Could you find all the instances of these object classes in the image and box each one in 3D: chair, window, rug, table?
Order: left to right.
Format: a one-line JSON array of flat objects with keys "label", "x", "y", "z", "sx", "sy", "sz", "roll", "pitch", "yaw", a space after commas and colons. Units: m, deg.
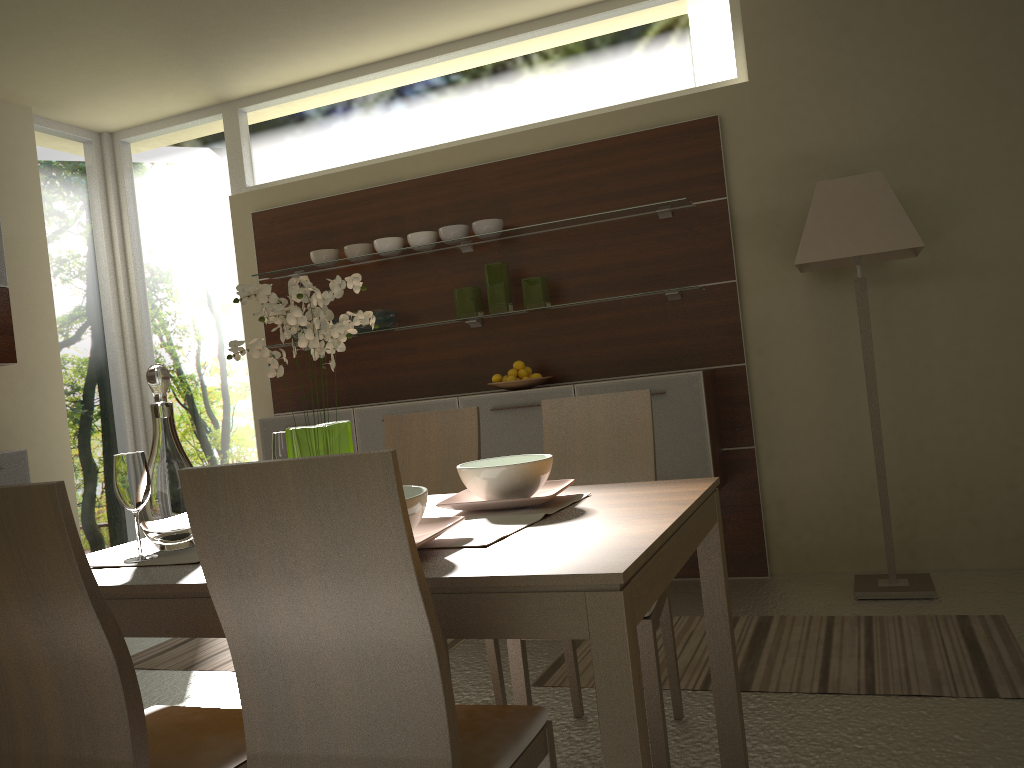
[{"label": "window", "x": -1.547, "y": -0.243, "z": 2.291, "sx": 4.466, "sy": 3.000, "sz": 6.429, "roll": -6, "pitch": 0, "yaw": 19}, {"label": "chair", "x": -0.707, "y": 0.660, "z": 1.651, "sx": 0.404, "sy": 1.017, "sz": 0.507, "roll": -6, "pitch": 0, "yaw": 22}, {"label": "rug", "x": -0.953, "y": 1.183, "z": 4.100, "sx": 1.613, "sy": 0.007, "sz": 0.842, "roll": -6, "pitch": 0, "yaw": 22}, {"label": "chair", "x": -0.200, "y": 0.604, "z": 1.517, "sx": 0.404, "sy": 1.017, "sz": 0.507, "roll": -6, "pitch": 0, "yaw": 18}, {"label": "table", "x": -0.263, "y": 0.723, "z": 2.048, "sx": 1.411, "sy": 0.790, "sz": 1.000, "roll": -6, "pitch": 0, "yaw": 21}, {"label": "chair", "x": -0.308, "y": 0.609, "z": 2.795, "sx": 0.404, "sy": 1.017, "sz": 0.507, "roll": -6, "pitch": 0, "yaw": 21}, {"label": "chair", "x": 0.243, "y": 0.549, "z": 2.591, "sx": 0.404, "sy": 1.017, "sz": 0.507, "roll": -6, "pitch": 0, "yaw": 19}, {"label": "rug", "x": 0.959, "y": 0.975, "z": 3.257, "sx": 1.613, "sy": 0.010, "sz": 0.843, "roll": -6, "pitch": 0, "yaw": 22}]

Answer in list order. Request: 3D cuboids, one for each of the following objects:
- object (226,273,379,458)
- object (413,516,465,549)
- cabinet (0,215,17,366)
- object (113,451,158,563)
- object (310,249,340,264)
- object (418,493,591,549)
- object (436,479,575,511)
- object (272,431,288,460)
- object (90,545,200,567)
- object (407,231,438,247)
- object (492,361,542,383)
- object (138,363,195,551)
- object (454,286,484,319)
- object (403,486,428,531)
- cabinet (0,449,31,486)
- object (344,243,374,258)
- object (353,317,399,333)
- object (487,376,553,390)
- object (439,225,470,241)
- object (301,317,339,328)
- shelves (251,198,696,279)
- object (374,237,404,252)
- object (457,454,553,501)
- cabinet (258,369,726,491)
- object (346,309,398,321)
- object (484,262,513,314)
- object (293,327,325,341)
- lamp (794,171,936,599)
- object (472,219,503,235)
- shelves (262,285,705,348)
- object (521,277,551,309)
[{"label": "object", "x": -0.455, "y": 0.042, "z": 2.060, "sx": 0.302, "sy": 0.608, "sz": 0.304, "roll": -6, "pitch": 0, "yaw": 25}, {"label": "object", "x": -0.267, "y": 0.307, "z": 1.715, "sx": 0.283, "sy": 0.041, "sz": 0.283, "roll": -6, "pitch": 0, "yaw": 21}, {"label": "cabinet", "x": -3.150, "y": -0.427, "z": 3.539, "sx": 0.372, "sy": 0.789, "sz": 2.318, "roll": -6, "pitch": 0, "yaw": 21}, {"label": "object", "x": -0.820, "y": 0.266, "z": 1.929, "sx": 0.075, "sy": 0.232, "sz": 0.075, "roll": -6, "pitch": 0, "yaw": -20}, {"label": "object", "x": -1.041, "y": -0.701, "z": 4.951, "sx": 0.163, "sy": 0.077, "sz": 0.163, "roll": -6, "pitch": 0, "yaw": -20}, {"label": "object", "x": -0.056, "y": 0.297, "z": 1.974, "sx": 0.287, "sy": 0.010, "sz": 0.589, "roll": -6, "pitch": 0, "yaw": 25}, {"label": "object", "x": -0.008, "y": 0.274, "z": 2.136, "sx": 0.283, "sy": 0.033, "sz": 0.283, "roll": -6, "pitch": 0, "yaw": 15}, {"label": "object", "x": -0.585, "y": 0.241, "z": 2.331, "sx": 0.075, "sy": 0.232, "sz": 0.075, "roll": -6, "pitch": 0, "yaw": -20}, {"label": "object", "x": -0.693, "y": 0.368, "z": 2.147, "sx": 0.287, "sy": 0.010, "sz": 0.589, "roll": -6, "pitch": 0, "yaw": 18}, {"label": "object", "x": -0.475, "y": -0.763, "z": 4.743, "sx": 0.163, "sy": 0.077, "sz": 0.163, "roll": -7, "pitch": 0, "yaw": -27}, {"label": "object", "x": 0.020, "y": -0.048, "z": 4.524, "sx": 0.259, "sy": 0.139, "sz": 0.230, "roll": -6, "pitch": 0, "yaw": -9}, {"label": "object", "x": -0.795, "y": 0.164, "z": 2.045, "sx": 0.156, "sy": 0.426, "sz": 0.156, "roll": -7, "pitch": 0, "yaw": -27}, {"label": "object", "x": -0.226, "y": -0.422, "z": 4.644, "sx": 0.112, "sy": 0.160, "sz": 0.111, "roll": -6, "pitch": 0, "yaw": 21}, {"label": "object", "x": -0.273, "y": 0.268, "z": 1.712, "sx": 0.233, "sy": 0.107, "sz": 0.232, "roll": -6, "pitch": 0, "yaw": 33}, {"label": "cabinet", "x": -3.001, "y": 0.906, "z": 3.547, "sx": 0.372, "sy": 1.018, "sz": 2.318, "roll": -6, "pitch": 0, "yaw": 21}, {"label": "object", "x": -0.843, "y": -0.723, "z": 4.898, "sx": 0.163, "sy": 0.077, "sz": 0.163, "roll": -6, "pitch": 0, "yaw": -20}, {"label": "object", "x": -0.764, "y": -0.316, "z": 4.852, "sx": 0.288, "sy": 0.068, "sz": 0.288, "roll": -6, "pitch": 0, "yaw": -20}, {"label": "object", "x": 0.044, "y": 0.005, "z": 4.524, "sx": 0.337, "sy": 0.053, "sz": 0.337, "roll": -7, "pitch": 0, "yaw": -37}, {"label": "object", "x": -0.301, "y": -0.782, "z": 4.658, "sx": 0.163, "sy": 0.077, "sz": 0.163, "roll": -6, "pitch": 0, "yaw": -20}, {"label": "object", "x": -1.092, "y": -0.323, "z": 4.975, "sx": 0.288, "sy": 0.068, "sz": 0.288, "roll": -6, "pitch": 0, "yaw": -20}, {"label": "shelves", "x": -0.286, "y": -0.741, "z": 4.676, "sx": 2.463, "sy": 0.008, "sz": 0.255, "roll": -6, "pitch": 0, "yaw": 21}, {"label": "object", "x": -0.664, "y": -0.742, "z": 4.805, "sx": 0.163, "sy": 0.077, "sz": 0.163, "roll": -6, "pitch": 0, "yaw": -20}, {"label": "object", "x": -0.012, "y": 0.234, "z": 2.136, "sx": 0.233, "sy": 0.101, "sz": 0.233, "roll": -6, "pitch": 0, "yaw": 10}, {"label": "cabinet", "x": -0.186, "y": 0.341, "z": 4.628, "sx": 2.463, "sy": 0.570, "sz": 0.372, "roll": -6, "pitch": 0, "yaw": 21}, {"label": "object", "x": -0.769, "y": -0.358, "z": 4.852, "sx": 0.288, "sy": 0.068, "sz": 0.288, "roll": -6, "pitch": 0, "yaw": -20}, {"label": "object", "x": -0.068, "y": -0.492, "z": 4.569, "sx": 0.099, "sy": 0.259, "sz": 0.099, "roll": -6, "pitch": 0, "yaw": 21}, {"label": "object", "x": -1.088, "y": -0.281, "z": 4.975, "sx": 0.288, "sy": 0.068, "sz": 0.288, "roll": -6, "pitch": 0, "yaw": -20}, {"label": "lamp", "x": 1.559, "y": 0.008, "z": 3.844, "sx": 0.499, "sy": 1.782, "sz": 0.499, "roll": -6, "pitch": 0, "yaw": 21}, {"label": "object", "x": -0.123, "y": -0.802, "z": 4.600, "sx": 0.163, "sy": 0.077, "sz": 0.163, "roll": -6, "pitch": 0, "yaw": -20}, {"label": "shelves", "x": -0.241, "y": -0.335, "z": 4.678, "sx": 2.463, "sy": 0.008, "sz": 0.255, "roll": -6, "pitch": 0, "yaw": 21}, {"label": "object", "x": 0.123, "y": -0.460, "z": 4.519, "sx": 0.111, "sy": 0.160, "sz": 0.112, "roll": -6, "pitch": 0, "yaw": 21}]
